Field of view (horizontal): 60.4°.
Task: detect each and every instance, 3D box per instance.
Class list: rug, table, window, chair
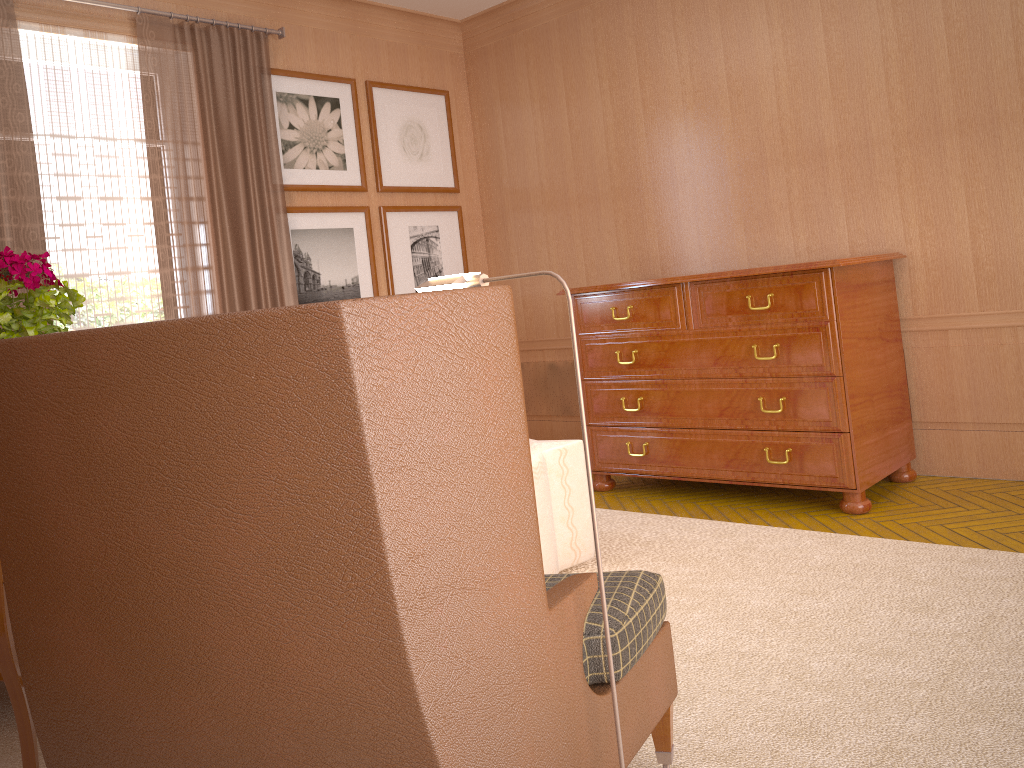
[{"bbox_3d":[-0.258,1.529,4.510,7.916,0.020,6.050,-1,8,43],"label":"rug"},{"bbox_3d":[-2.062,1.093,3.917,0.932,1.374,1.033,-7,2,-40],"label":"table"},{"bbox_3d":[-3.863,-1.487,7.752,0.840,3.384,2.452,-7,1,43],"label":"window"},{"bbox_3d":[-0.579,0.723,2.961,1.902,1.977,1.731,-6,2,18],"label":"chair"}]

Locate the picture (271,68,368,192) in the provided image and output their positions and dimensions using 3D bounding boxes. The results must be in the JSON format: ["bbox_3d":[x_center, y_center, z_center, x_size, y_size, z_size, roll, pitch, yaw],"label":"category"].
[{"bbox_3d":[-2.077,-2.629,9.190,0.047,1.251,1.260,-7,1,43],"label":"picture"}]

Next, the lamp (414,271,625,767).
[{"bbox_3d":[0.017,0.627,2.965,0.627,2.035,0.565,-6,-1,13],"label":"lamp"}]

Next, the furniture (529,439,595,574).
[{"bbox_3d":[-0.681,0.945,6.092,1.940,0.900,1.968,-2,6,40],"label":"furniture"}]

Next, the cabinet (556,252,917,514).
[{"bbox_3d":[2.006,-0.049,7.951,2.752,1.945,1.427,-3,3,43],"label":"cabinet"}]

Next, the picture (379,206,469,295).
[{"bbox_3d":[-0.974,-1.441,10.200,0.047,1.251,1.260,-7,1,43],"label":"picture"}]

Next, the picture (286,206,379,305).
[{"bbox_3d":[-1.921,-1.228,9.165,0.047,1.251,1.260,-7,1,43],"label":"picture"}]

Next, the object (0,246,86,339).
[{"bbox_3d":[-2.170,-0.135,3.935,0.453,1.091,0.528,-6,0,41],"label":"object"}]

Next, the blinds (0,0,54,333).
[{"bbox_3d":[-4.191,-0.648,6.516,0.264,4.809,1.437,-7,-1,44],"label":"blinds"}]

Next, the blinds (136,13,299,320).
[{"bbox_3d":[-2.629,-1.007,8.229,0.264,4.799,1.456,-7,-1,42],"label":"blinds"}]

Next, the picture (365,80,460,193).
[{"bbox_3d":[-1.131,-2.843,10.225,0.047,1.251,1.260,-7,1,43],"label":"picture"}]

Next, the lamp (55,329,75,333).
[{"bbox_3d":[-3.046,0.653,6.018,0.629,2.030,0.563,-6,-1,5],"label":"lamp"}]
